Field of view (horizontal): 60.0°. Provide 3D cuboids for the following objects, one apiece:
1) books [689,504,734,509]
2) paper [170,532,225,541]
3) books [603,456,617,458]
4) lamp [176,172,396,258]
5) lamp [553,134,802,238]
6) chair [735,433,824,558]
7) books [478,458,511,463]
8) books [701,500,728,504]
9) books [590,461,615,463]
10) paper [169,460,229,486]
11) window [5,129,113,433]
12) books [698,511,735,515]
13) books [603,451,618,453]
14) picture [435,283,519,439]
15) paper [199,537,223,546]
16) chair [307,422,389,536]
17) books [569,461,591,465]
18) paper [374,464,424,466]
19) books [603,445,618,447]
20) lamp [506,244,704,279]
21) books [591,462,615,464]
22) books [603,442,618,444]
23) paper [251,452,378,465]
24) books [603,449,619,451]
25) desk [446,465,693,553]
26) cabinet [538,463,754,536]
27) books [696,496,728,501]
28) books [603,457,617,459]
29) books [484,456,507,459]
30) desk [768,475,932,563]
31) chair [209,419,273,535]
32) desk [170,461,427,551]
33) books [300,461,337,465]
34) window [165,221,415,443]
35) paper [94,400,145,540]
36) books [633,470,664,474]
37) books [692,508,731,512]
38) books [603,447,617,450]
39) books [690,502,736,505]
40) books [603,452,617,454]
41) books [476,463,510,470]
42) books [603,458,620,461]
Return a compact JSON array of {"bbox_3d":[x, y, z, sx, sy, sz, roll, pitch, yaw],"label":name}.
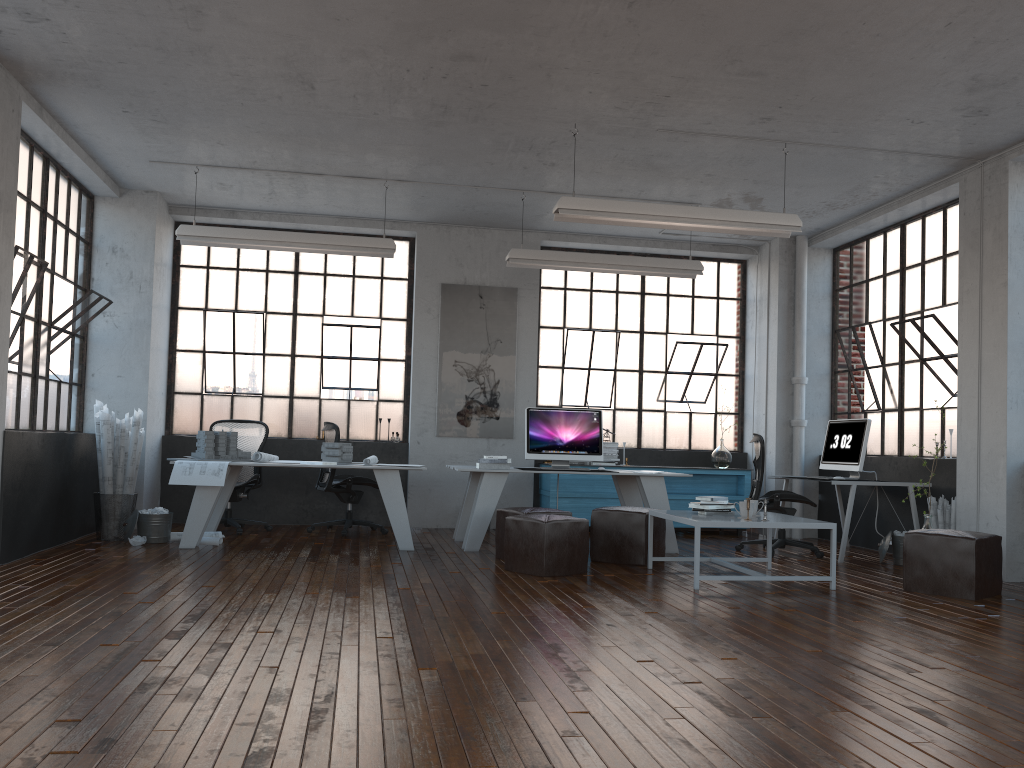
[{"bbox_3d":[1.463,0.895,6.505,0.272,0.031,0.200,4,-5,-35],"label":"books"},{"bbox_3d":[-2.715,1.319,7.632,0.467,0.094,0.114,3,-4,-24],"label":"paper"},{"bbox_3d":[0.999,0.801,9.790,0.288,0.016,0.183,2,-4,-10],"label":"books"},{"bbox_3d":[-1.961,-1.500,7.829,1.877,0.628,0.202,2,-3,-10],"label":"lamp"},{"bbox_3d":[1.240,-1.475,6.555,1.877,0.628,0.202,2,-3,-10],"label":"lamp"},{"bbox_3d":[2.463,1.000,8.121,0.792,1.084,0.771,2,-3,-6],"label":"chair"},{"bbox_3d":[-0.148,0.670,7.742,0.257,0.044,0.193,1,-4,10],"label":"books"},{"bbox_3d":[1.480,0.860,6.475,0.184,0.026,0.125,0,-4,20],"label":"books"},{"bbox_3d":[0.965,0.841,9.548,0.251,0.012,0.202,2,-4,-8],"label":"books"},{"bbox_3d":[-2.508,0.717,7.145,0.440,0.183,0.435,2,-4,-10],"label":"paper"},{"bbox_3d":[-3.852,-0.739,7.210,0.670,2.388,2.594,2,-3,-10],"label":"window"},{"bbox_3d":[1.494,0.942,6.497,0.218,0.028,0.171,2,-4,-10],"label":"books"},{"bbox_3d":[1.022,0.747,9.782,0.263,0.017,0.168,2,-4,-10],"label":"books"},{"bbox_3d":[-0.373,-0.246,9.578,0.853,1.648,0.025,2,-2,-10],"label":"picture"},{"bbox_3d":[-2.592,1.320,7.460,0.341,0.068,0.083,1,-3,16],"label":"paper"},{"bbox_3d":[-1.622,0.927,8.807,0.793,1.084,0.770,4,-4,-41],"label":"chair"},{"bbox_3d":[0.698,0.847,9.498,0.258,0.032,0.191,2,-4,-8],"label":"books"},{"bbox_3d":[-0.984,0.706,7.718,0.428,0.001,0.485,2,-4,1],"label":"paper"},{"bbox_3d":[1.013,0.684,9.780,0.273,0.021,0.174,2,-4,-10],"label":"books"},{"bbox_3d":[0.879,-1.160,8.302,1.877,0.205,0.202,2,-3,-10],"label":"lamp"},{"bbox_3d":[0.963,0.853,9.540,0.248,0.014,0.187,2,-4,-11],"label":"books"},{"bbox_3d":[1.008,0.648,9.769,0.288,0.016,0.183,2,-4,-10],"label":"books"},{"bbox_3d":[-1.734,0.669,7.966,1.075,0.105,0.976,2,-4,-9],"label":"paper"},{"bbox_3d":[1.012,0.730,9.795,0.288,0.016,0.183,2,-4,-10],"label":"books"},{"bbox_3d":[0.467,1.135,8.135,2.077,0.703,1.076,2,-4,-10],"label":"desk"},{"bbox_3d":[1.439,1.265,9.700,2.263,0.732,0.627,2,-3,-10],"label":"cabinet"},{"bbox_3d":[1.459,0.836,6.474,0.202,0.026,0.141,5,-5,-39],"label":"books"},{"bbox_3d":[1.018,0.814,9.777,0.254,0.013,0.161,2,-4,-10],"label":"books"},{"bbox_3d":[-0.148,0.640,7.759,0.185,0.030,0.153,2,-4,-9],"label":"books"},{"bbox_3d":[3.047,1.219,8.155,0.933,0.687,1.228,2,-4,-10],"label":"desk"},{"bbox_3d":[-2.687,0.878,8.559,0.770,1.084,0.793,3,-3,-16],"label":"chair"},{"bbox_3d":[-1.820,1.038,7.748,2.057,0.696,1.066,2,-4,-10],"label":"desk"},{"bbox_3d":[-1.642,0.672,7.535,0.235,0.024,0.200,0,-4,26],"label":"books"},{"bbox_3d":[-2.356,-0.531,9.581,2.591,2.388,0.670,2,-3,-10],"label":"window"},{"bbox_3d":[-3.411,0.727,7.653,0.412,1.196,0.441,3,-3,-32],"label":"paper"},{"bbox_3d":[1.218,0.786,7.915,0.205,0.019,0.244,-1,-5,30],"label":"books"},{"bbox_3d":[1.461,0.919,6.505,0.274,0.025,0.210,1,-4,10],"label":"books"},{"bbox_3d":[0.989,0.708,9.791,0.296,0.028,0.180,2,-4,-10],"label":"books"},{"bbox_3d":[1.473,0.878,6.504,0.275,0.014,0.200,2,-4,-10],"label":"books"},{"bbox_3d":[1.017,0.761,9.772,0.254,0.012,0.161,2,-4,-10],"label":"books"},{"bbox_3d":[-0.167,0.718,7.761,0.271,0.050,0.200,2,-4,-10],"label":"books"},{"bbox_3d":[1.005,0.832,9.775,0.331,0.025,0.176,2,-4,-10],"label":"books"}]
